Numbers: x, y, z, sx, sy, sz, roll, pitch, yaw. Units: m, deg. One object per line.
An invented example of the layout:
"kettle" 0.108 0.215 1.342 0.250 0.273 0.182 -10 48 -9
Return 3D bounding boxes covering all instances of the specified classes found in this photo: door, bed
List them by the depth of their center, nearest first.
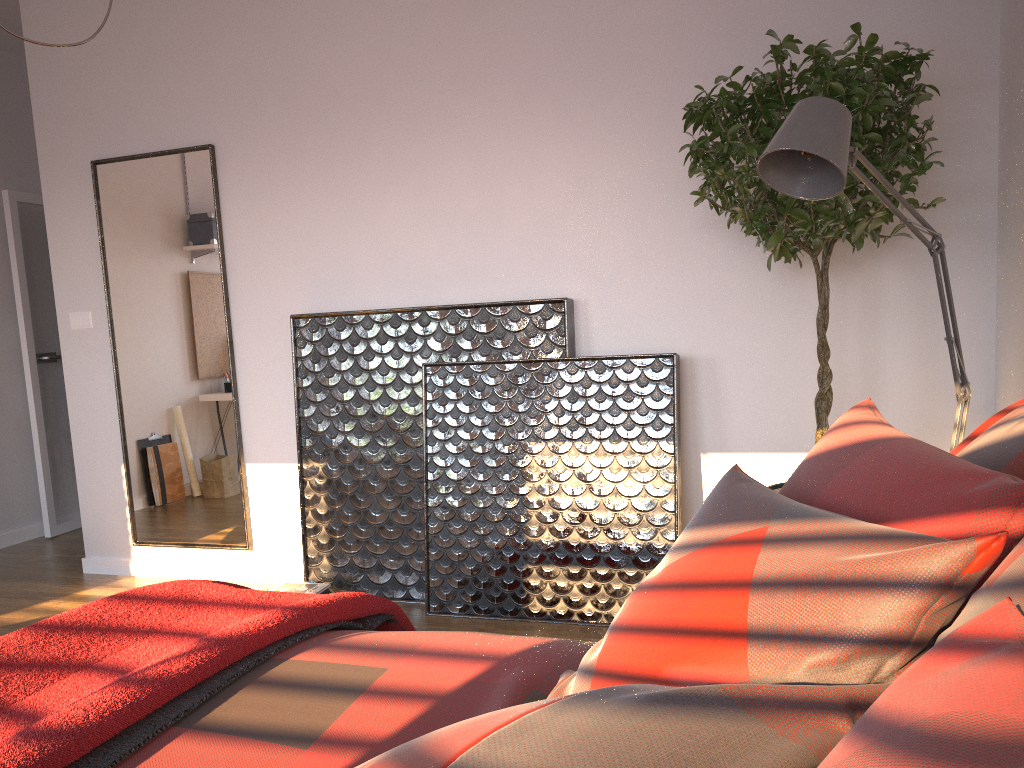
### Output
"bed" -0.280 0.721 1.197 2.314 0.775 2.024 -2 5 19
"door" -2.349 -0.171 5.591 1.033 2.143 0.992 -1 7 19

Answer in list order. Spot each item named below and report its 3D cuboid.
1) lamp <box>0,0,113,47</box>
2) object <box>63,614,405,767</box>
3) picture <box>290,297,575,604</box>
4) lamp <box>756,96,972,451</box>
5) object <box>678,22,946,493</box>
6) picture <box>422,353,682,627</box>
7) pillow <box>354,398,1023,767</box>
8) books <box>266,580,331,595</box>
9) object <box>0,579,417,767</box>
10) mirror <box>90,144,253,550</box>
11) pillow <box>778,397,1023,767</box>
"lamp" -1.377 -1.273 1.701 1.247 1.086 1.094 -1 6 19
"object" -1.038 0.843 1.470 1.122 0.571 2.491 -1 5 20
"picture" -0.338 0.305 3.723 1.249 1.260 0.171 -1 7 19
"lamp" 0.893 -0.082 2.161 0.786 1.134 0.278 -7 8 -30
"object" 0.988 -0.106 2.937 0.801 2.033 0.807 0 7 23
"picture" 0.138 0.414 3.453 1.025 1.034 0.208 -1 7 19
"pillow" 0.279 0.419 0.950 1.144 0.738 2.129 -2 5 18
"books" -0.916 0.882 3.767 0.270 0.051 0.256 -2 4 16
"object" -0.893 0.805 1.453 0.683 0.664 2.629 -1 5 20
"mirror" -1.599 -0.134 4.186 0.683 1.867 0.065 -1 8 19
"pillow" 0.335 0.383 1.010 0.528 0.554 1.803 -1 5 20
